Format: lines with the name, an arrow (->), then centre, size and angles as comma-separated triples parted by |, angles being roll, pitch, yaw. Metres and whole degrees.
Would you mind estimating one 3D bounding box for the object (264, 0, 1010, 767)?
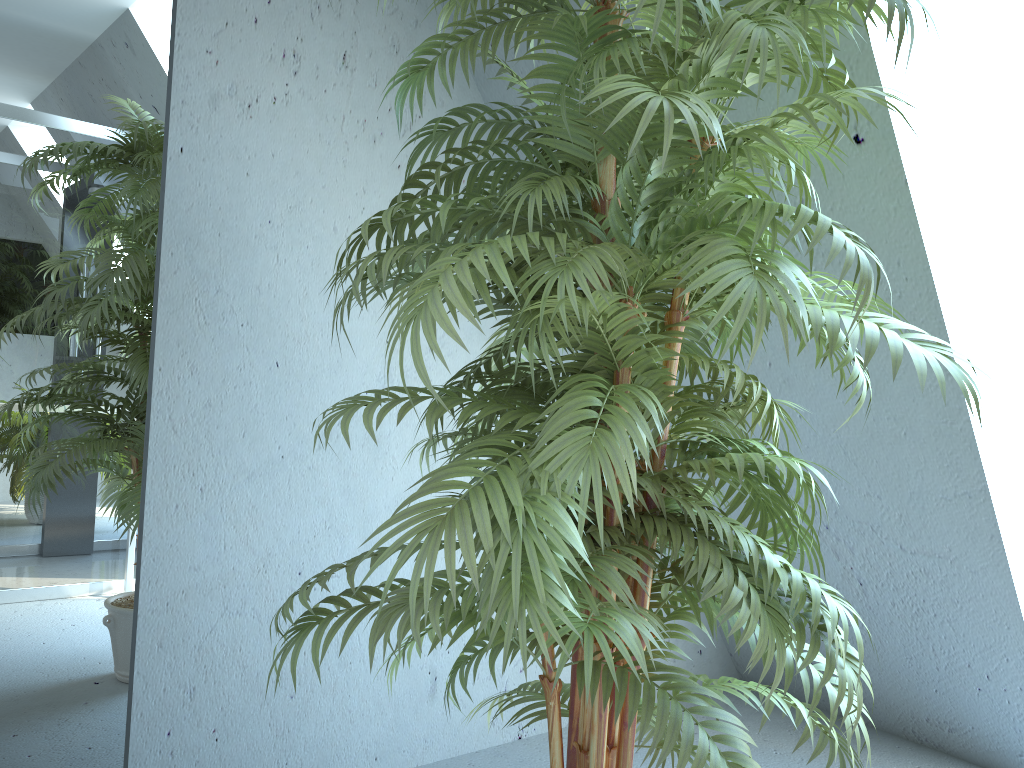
object -> 0.166, 0.055, 1.395 | 0.980, 2.034, 1.020 | 4, 0, 9
